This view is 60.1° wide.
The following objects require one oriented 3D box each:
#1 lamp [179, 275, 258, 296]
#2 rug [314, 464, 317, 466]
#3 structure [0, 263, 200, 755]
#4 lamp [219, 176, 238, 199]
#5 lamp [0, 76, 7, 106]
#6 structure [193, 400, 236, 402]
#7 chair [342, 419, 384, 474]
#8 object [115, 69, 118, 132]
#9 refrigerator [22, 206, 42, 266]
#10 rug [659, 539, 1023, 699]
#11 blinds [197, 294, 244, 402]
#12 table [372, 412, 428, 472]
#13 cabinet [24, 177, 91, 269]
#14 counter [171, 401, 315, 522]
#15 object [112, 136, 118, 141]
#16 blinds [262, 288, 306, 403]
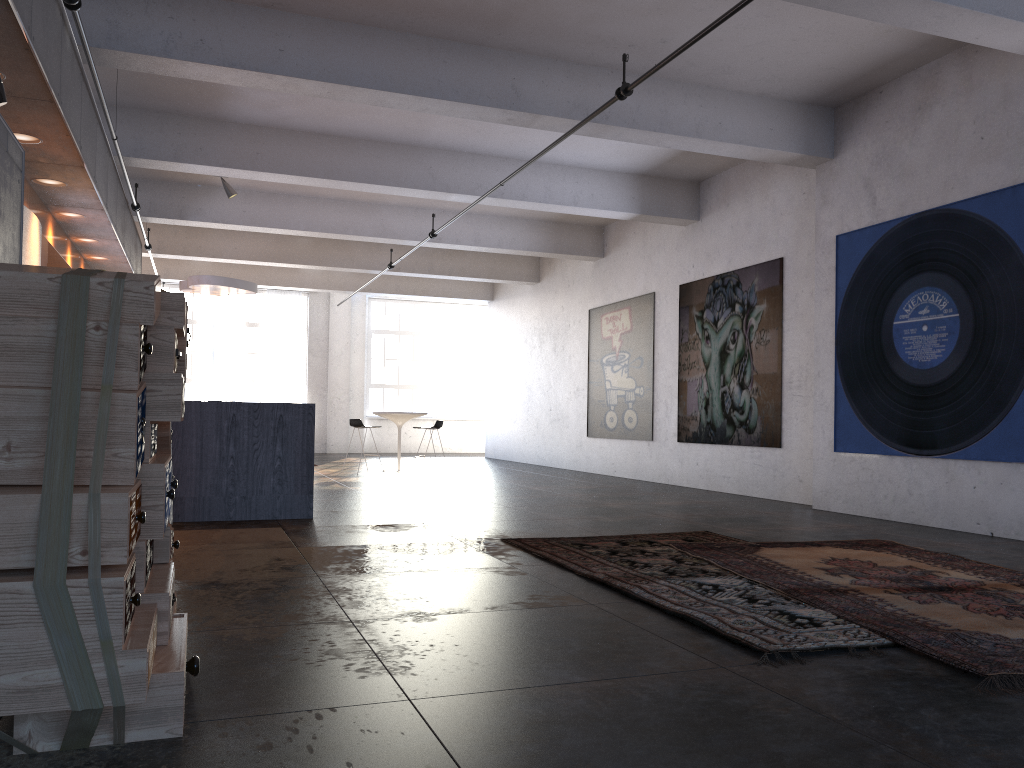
[{"bbox_3d":[-4.340,-1.416,12.801,1.062,0.130,1.025,0,-3,26],"label":"lamp"},{"bbox_3d":[-4.978,1.391,15.520,2.926,0.029,1.829,2,-2,-21],"label":"rug"},{"bbox_3d":[-1.356,0.297,2.911,0.647,1.314,1.887,1,-2,-20],"label":"structure"},{"bbox_3d":[-3.646,-2.534,11.410,0.226,0.286,0.129,2,-2,-37],"label":"lamp"},{"bbox_3d":[-2.306,-1.297,3.835,0.216,0.258,0.168,2,-2,-39],"label":"lamp"},{"bbox_3d":[-3.173,0.215,9.353,0.519,0.071,0.631,2,-2,-20],"label":"structure"},{"bbox_3d":[-2.290,0.987,13.659,0.516,0.895,0.454,2,-2,-43],"label":"chair"},{"bbox_3d":[-5.221,0.030,9.514,0.050,0.053,0.064,0,-2,18],"label":"object"},{"bbox_3d":[-3.964,-0.266,7.102,0.223,2.190,0.941,1,-1,-22],"label":"refrigerator"},{"bbox_3d":[2.126,1.043,4.545,1.891,0.048,3.496,1,-2,-10],"label":"rug"},{"bbox_3d":[-6.523,-0.593,19.936,1.052,3.696,0.333,1,-1,-24],"label":"blinds"},{"bbox_3d":[-1.805,0.927,14.191,0.840,0.951,0.817,1,-2,-20],"label":"table"},{"bbox_3d":[-5.691,-0.333,8.524,2.413,2.561,7.995,1,-2,-20],"label":"cabinet"},{"bbox_3d":[-3.289,0.741,10.290,1.158,0.970,6.565,2,-2,-19],"label":"counter"},{"bbox_3d":[-5.270,0.034,9.541,0.052,0.053,0.061,1,-2,-13],"label":"object"},{"bbox_3d":[-5.232,-0.560,20.448,1.045,3.749,0.337,1,-1,-23],"label":"blinds"}]
